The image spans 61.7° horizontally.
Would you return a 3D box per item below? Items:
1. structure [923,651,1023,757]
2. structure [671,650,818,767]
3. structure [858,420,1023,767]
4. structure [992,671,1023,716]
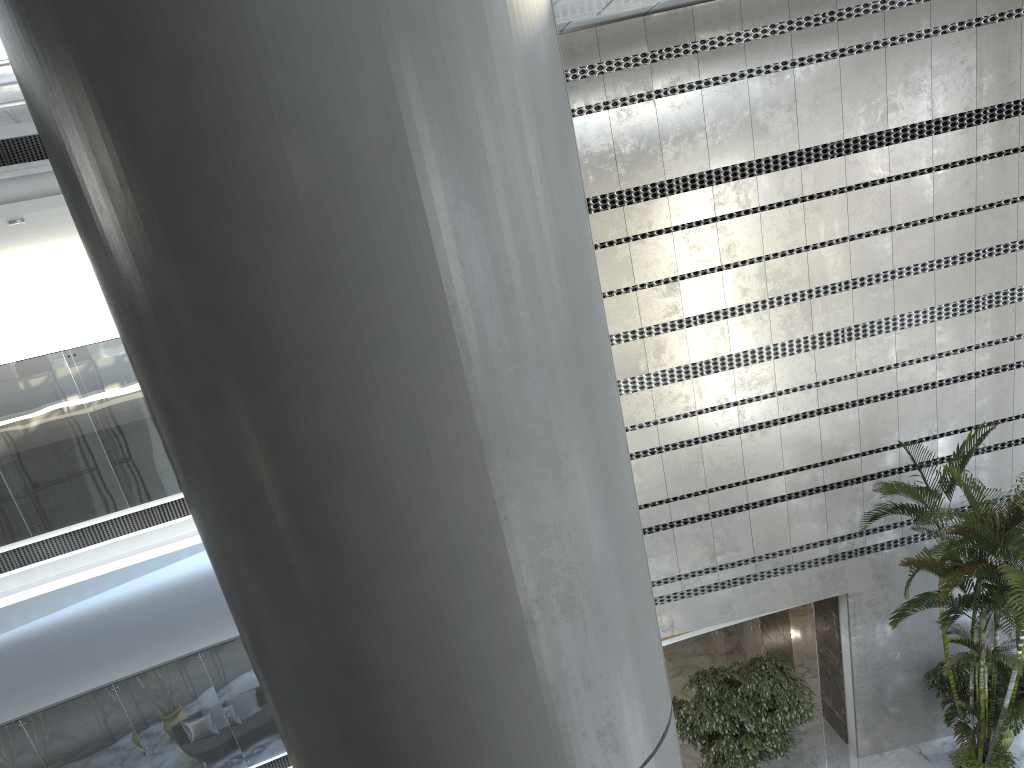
[{"bbox_3d":[6.032,4.108,10.979,1.351,1.701,1.066,2,23,39],"label":"structure"},{"bbox_3d":[2.961,4.532,11.165,1.985,2.175,1.516,-3,20,29],"label":"structure"},{"bbox_3d":[5.213,2.806,9.512,2.437,5.123,2.293,-10,20,6],"label":"structure"},{"bbox_3d":[6.525,3.815,9.551,1.838,2.526,1.716,-17,19,-15],"label":"structure"}]
